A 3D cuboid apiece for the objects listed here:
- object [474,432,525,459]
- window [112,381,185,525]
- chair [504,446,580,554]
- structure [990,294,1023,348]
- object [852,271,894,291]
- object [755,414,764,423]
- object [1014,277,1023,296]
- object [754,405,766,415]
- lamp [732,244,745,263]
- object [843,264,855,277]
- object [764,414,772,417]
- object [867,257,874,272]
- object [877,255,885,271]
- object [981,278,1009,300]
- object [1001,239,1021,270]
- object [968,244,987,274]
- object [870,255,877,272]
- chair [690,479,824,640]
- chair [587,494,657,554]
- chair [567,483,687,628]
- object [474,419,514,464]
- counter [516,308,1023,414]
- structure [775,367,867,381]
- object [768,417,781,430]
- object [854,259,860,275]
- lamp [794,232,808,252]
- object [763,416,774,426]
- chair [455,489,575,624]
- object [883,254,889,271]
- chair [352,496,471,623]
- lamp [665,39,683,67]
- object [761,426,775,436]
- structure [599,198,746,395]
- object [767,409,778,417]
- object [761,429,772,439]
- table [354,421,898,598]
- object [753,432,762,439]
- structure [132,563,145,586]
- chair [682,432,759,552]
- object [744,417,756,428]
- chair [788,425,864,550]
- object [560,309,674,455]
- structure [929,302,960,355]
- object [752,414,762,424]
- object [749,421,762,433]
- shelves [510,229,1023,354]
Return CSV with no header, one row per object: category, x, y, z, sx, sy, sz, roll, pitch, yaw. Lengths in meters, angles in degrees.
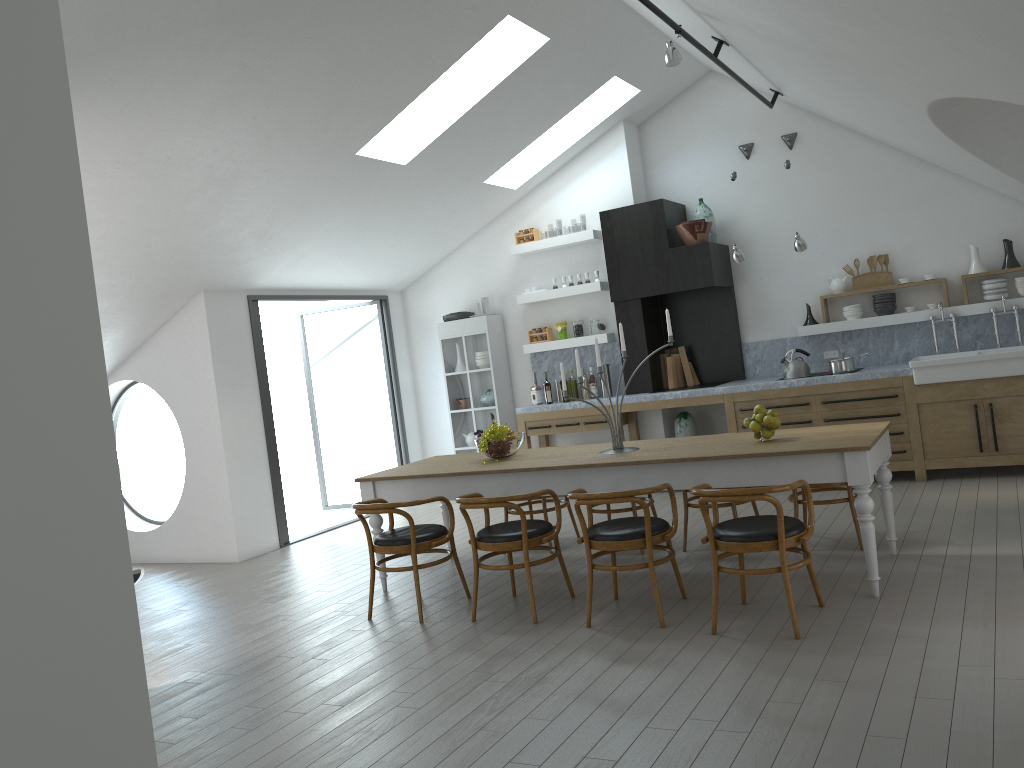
object,-0.075,0.440,6.189,0.360,0.159,0.360,-7,1,9
window,-3.501,0.658,8.789,1.468,1.470,0.104,-7,0,29
chair,0.216,0.898,6.974,0.526,0.735,0.622,-7,0,29
structure,4.291,-0.519,7.610,0.214,0.530,0.333,-8,0,10
object,3.406,-0.979,8.376,0.353,0.157,0.084,-7,0,29
object,1.451,0.201,5.184,0.053,0.057,0.058,-7,1,44
object,4.471,-0.854,7.727,0.154,0.160,0.157,-8,1,-33
object,1.465,0.158,5.234,0.072,0.074,0.072,-7,1,29
lamp,2.080,-1.206,8.217,0.165,0.178,0.115,-8,1,-42
object,3.267,-1.026,8.458,0.199,0.259,0.016,-7,0,40
object,1.509,0.201,5.222,0.053,0.051,0.053,-8,1,0
object,3.401,-1.059,8.384,0.061,0.299,0.040,-8,0,27
object,3.478,-1.066,8.322,0.067,0.298,0.039,-8,0,29
object,4.482,-0.853,7.748,0.656,0.196,0.198,-7,1,29
object,4.378,-1.148,7.803,0.156,0.268,0.156,-7,0,33
object,4.152,-1.122,7.934,0.156,0.268,0.156,-7,0,18
object,3.421,-1.060,8.351,0.057,0.299,0.019,-8,0,29
chair,1.215,0.831,4.412,0.526,0.735,0.622,-7,0,32
chair,0.815,0.829,6.569,0.526,0.735,0.622,-7,0,26
chair,0.622,0.899,4.823,0.526,0.735,0.622,-7,0,24
object,-0.108,0.381,6.174,0.292,0.284,0.393,-8,1,-7
counter,3.083,-0.365,8.158,6.564,0.620,0.963,-7,1,29
structure,2.864,-0.071,8.221,0.736,0.041,0.648,-7,2,29
object,1.530,0.230,5.180,0.077,0.076,0.076,-8,1,-4
object,3.298,-1.047,8.443,0.055,0.299,0.028,-8,0,29
lamp,2.578,-1.269,7.933,0.112,0.176,0.169,-7,1,21
object,1.488,0.214,5.139,0.062,0.063,0.063,-8,1,-8
chair,-0.001,0.972,5.190,0.526,0.735,0.622,-7,0,29
object,3.519,-1.072,8.319,0.057,0.294,0.030,-8,0,29
chair,-0.651,1.050,5.507,0.526,0.735,0.622,-7,0,33
lamp,1.075,-2.228,5.935,0.114,0.175,0.112,-8,0,-8
object,1.516,0.279,5.246,0.078,0.074,0.080,-8,1,-16
structure,1.633,-0.896,9.027,1.074,1.885,0.782,-7,0,29
object,1.546,0.179,5.255,0.062,0.059,0.062,-7,1,30
object,1.487,0.292,5.178,0.063,0.063,0.063,-7,1,40
table,0.658,0.835,5.743,3.343,0.799,1.020,-7,1,29
object,1.452,0.302,5.238,0.051,0.050,0.050,-7,1,33
structure,-5.397,2.358,6.962,4.714,0.693,4.705,-8,1,-16
chair,1.475,0.749,6.268,0.526,0.735,0.622,-7,0,32
object,1.409,0.230,5.244,0.072,0.064,0.071,-7,1,22
chair,2.097,0.676,5.908,0.526,0.735,0.622,-7,0,26
object,0.699,-0.010,5.675,0.774,0.875,0.265,-8,0,3
structure,3.868,-0.469,7.847,0.214,0.530,0.333,-8,0,10
object,1.467,0.205,5.283,0.072,0.071,0.066,-8,1,-2
object,1.424,0.250,5.184,0.070,0.072,0.071,-8,1,-6
shelves,2.644,-1.128,8.603,5.541,1.362,0.480,-7,0,24
